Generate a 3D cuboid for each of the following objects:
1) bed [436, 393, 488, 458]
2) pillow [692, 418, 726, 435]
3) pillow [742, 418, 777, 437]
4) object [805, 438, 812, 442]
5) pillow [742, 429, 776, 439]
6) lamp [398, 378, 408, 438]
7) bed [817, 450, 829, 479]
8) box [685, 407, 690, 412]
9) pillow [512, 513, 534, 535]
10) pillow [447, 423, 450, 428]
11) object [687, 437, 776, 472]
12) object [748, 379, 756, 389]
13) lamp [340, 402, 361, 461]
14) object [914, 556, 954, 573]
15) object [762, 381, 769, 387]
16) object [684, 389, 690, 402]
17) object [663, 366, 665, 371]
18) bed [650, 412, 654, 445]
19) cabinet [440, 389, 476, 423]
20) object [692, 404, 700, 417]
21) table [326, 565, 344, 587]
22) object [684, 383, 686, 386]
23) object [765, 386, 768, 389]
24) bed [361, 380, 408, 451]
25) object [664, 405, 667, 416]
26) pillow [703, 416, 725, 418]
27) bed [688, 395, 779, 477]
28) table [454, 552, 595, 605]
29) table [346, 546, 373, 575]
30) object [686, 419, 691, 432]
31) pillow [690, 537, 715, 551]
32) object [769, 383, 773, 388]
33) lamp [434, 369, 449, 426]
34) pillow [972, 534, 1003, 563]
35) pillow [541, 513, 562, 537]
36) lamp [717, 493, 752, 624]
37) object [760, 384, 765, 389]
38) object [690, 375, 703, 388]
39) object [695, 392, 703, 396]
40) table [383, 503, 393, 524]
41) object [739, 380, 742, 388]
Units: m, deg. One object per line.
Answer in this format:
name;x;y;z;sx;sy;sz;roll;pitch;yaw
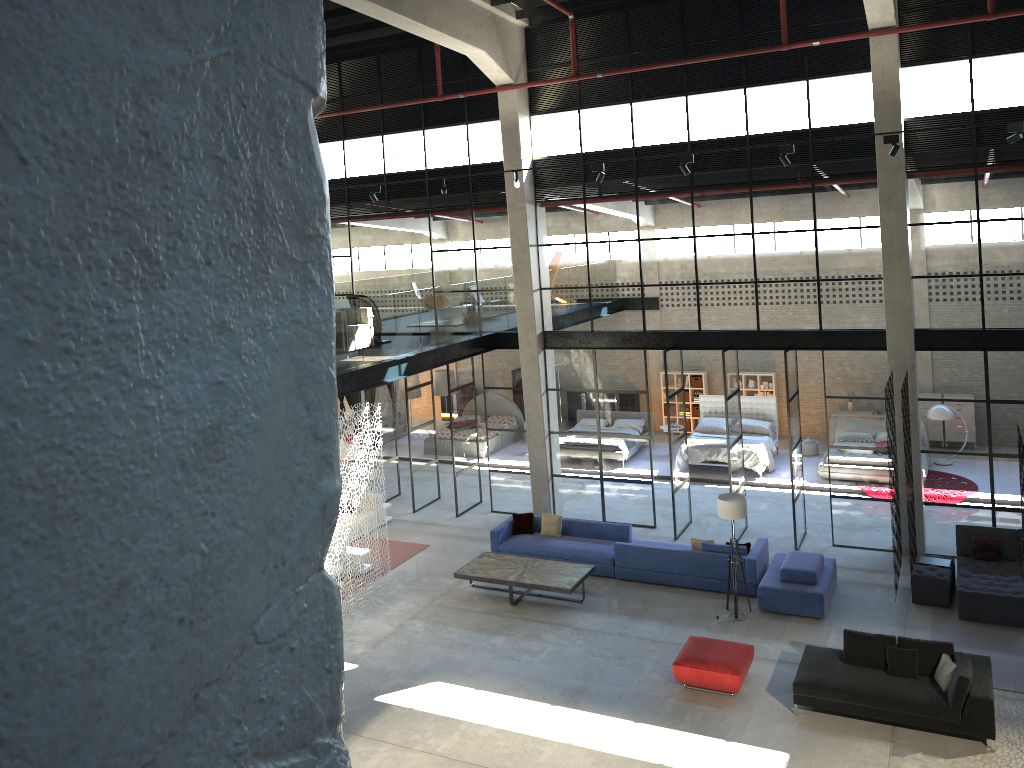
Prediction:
bed;-1.061;1.077;24.287;2.027;1.272;2.371;0;9;27
pillow;4.979;1.052;21.604;1.024;0.371;0.674;2;9;30
pillow;5.852;1.023;21.270;0.977;0.290;0.701;1;10;29
object;7.211;1.363;21.327;0.168;0.089;0.170;3;10;40
pillow;5.896;1.105;21.338;0.958;0.329;0.725;1;9;28
lamp;-2.903;0.647;25.620;0.805;1.915;0.684;-5;2;-21
bed;8.154;1.445;19.759;2.238;0.919;2.589;1;10;27
box;4.851;0.711;24.520;0.213;0.108;0.133;0;7;27
pillow;0.209;2.560;16.088;0.398;0.370;0.262;-3;4;6
pillow;-1.349;1.109;24.011;0.875;0.211;0.639;-3;9;6
object;4.962;1.620;20.507;2.277;0.655;0.660;2;7;30
object;6.453;-0.007;23.574;0.166;0.250;0.166;-5;4;-18
lamp;-3.090;0.848;16.533;0.438;1.096;0.443;-2;3;36
object;6.460;2.759;13.426;0.517;0.099;0.304;2;10;32
object;6.781;0.023;23.505;0.174;0.168;0.176;-4;6;-5
object;4.814;0.327;24.461;0.323;0.296;0.327;-1;7;27
object;4.375;-0.446;24.804;0.233;0.150;0.054;0;3;25
bed;2.269;1.362;22.587;2.253;0.864;2.427;1;10;27
cabinet;-1.685;0.684;27.755;1.038;1.155;0.454;-1;3;27
object;5.185;0.743;24.294;0.323;0.296;0.327;-1;7;27
table;-3.365;3.434;14.367;0.300;0.366;1.590;-1;9;27
object;4.784;-0.007;24.533;0.185;0.131;0.187;-5;7;-9
object;6.780;0.101;23.355;0.066;0.063;0.066;-5;6;-15
bed;-4.609;0.655;25.721;2.244;2.068;2.341;-1;7;27
object;4.483;0.731;24.652;0.323;0.296;0.327;-1;7;27
pillow;5.201;0.998;21.833;1.051;0.321;0.495;1;8;27
bed;5.149;1.199;20.932;2.215;1.409;2.347;0;8;26
table;0.213;3.213;14.273;2.060;0.397;1.040;1;10;27
table;-3.104;3.164;15.878;1.199;0.368;0.304;1;6;27
object;4.859;1.148;24.482;0.323;0.296;0.327;-1;7;27
pillow;3.112;2.685;14.252;0.401;0.380;0.209;-1;4;28
object;6.931;0.043;23.430;0.141;0.137;0.143;2;8;44
lamp;-1.876;0.555;25.789;0.805;1.915;0.684;-5;2;-21
pillow;7.288;2.519;13.452;0.412;0.343;0.238;0;5;28
pillow;0.714;2.560;15.878;0.401;0.380;0.209;-1;4;28
lamp;3.271;2.571;12.962;0.428;1.736;0.674;-3;2;25
object;6.680;0.074;23.405;0.115;0.112;0.117;0;6;30
object;5.144;-0.065;24.272;0.323;0.296;0.327;-1;7;27
object;5.191;0.278;24.294;0.259;0.133;0.059;0;4;27
table;-2.987;2.713;18.516;0.899;0.368;0.304;1;6;27
object;6.175;0.004;23.745;0.100;0.202;0.100;-6;4;-35
